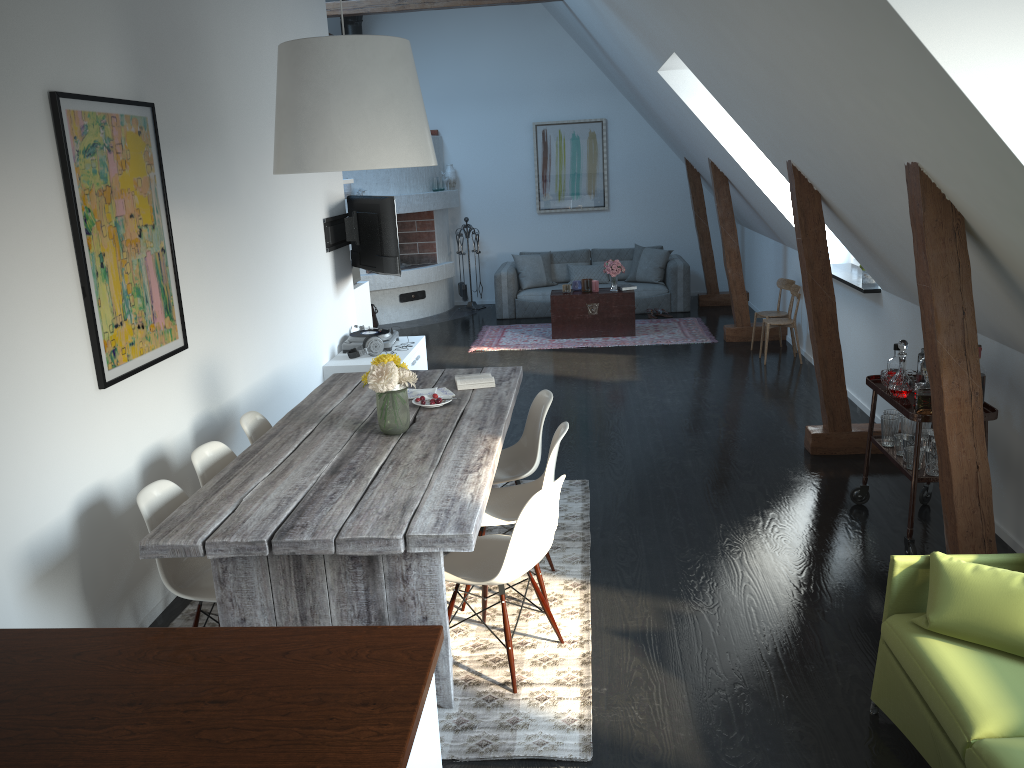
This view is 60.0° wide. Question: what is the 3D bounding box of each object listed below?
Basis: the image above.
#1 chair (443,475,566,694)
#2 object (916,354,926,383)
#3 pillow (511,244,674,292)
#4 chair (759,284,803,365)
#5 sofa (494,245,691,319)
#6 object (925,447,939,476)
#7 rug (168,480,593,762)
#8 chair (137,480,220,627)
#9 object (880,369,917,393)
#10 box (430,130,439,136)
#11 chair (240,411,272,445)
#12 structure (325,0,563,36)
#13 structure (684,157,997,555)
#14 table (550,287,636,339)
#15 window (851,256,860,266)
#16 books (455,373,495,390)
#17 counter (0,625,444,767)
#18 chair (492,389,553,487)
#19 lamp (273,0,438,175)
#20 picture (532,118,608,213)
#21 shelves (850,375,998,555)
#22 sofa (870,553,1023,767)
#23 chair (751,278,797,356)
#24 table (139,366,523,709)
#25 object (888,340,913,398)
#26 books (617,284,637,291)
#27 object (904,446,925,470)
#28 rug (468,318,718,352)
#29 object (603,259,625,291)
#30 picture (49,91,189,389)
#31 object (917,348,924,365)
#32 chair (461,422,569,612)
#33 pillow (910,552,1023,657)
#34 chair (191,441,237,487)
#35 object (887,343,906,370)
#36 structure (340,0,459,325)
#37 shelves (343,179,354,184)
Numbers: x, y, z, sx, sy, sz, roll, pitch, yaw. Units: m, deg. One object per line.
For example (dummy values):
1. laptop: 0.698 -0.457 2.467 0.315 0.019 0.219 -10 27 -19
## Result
1. chair: -0.045 0.725 3.502 0.542 0.801 0.465 5 17 30
2. object: 2.001 -0.063 4.285 0.081 0.307 0.081 0 15 11
3. pillow: 1.034 -1.503 11.391 2.075 0.515 0.444 -2 14 5
4. chair: 2.485 -0.553 8.190 0.342 0.696 0.329 -2 14 7
5. sofa: 1.031 -1.355 11.530 2.458 0.770 1.107 -2 14 5
6. object: 2.005 0.370 4.201 0.095 0.119 0.095 -12 17 -32
7. rug: -0.569 0.957 4.301 1.898 0.022 2.677 -2 14 5
8. chair: -1.140 0.780 3.526 0.542 0.801 0.465 -2 14 6
9. object: 2.006 -0.015 4.522 0.245 0.092 0.151 6 17 33
10. box: -1.107 -3.354 11.863 0.229 0.078 0.127 -2 14 5
11. chair: -1.047 0.527 4.499 0.542 0.801 0.465 -3 14 1
12. structure: -2.874 -3.395 6.675 10.230 3.562 15.910 0 14 10
13. structure: 2.193 -0.438 5.286 1.023 1.963 12.350 -2 14 5
14. table: 0.903 -0.796 9.907 0.962 0.492 0.471 -2 14 5
15. window: -0.335 -2.357 4.838 5.959 4.249 8.018 -2 14 5
16. books: -0.205 -0.025 4.848 0.202 0.042 0.251 -5 14 -6
17. counter: -0.281 0.966 0.592 3.365 0.038 3.085 -2 14 5
18. chair: -0.044 0.454 4.569 0.542 0.801 0.465 -5 14 -8
19. lamp: -0.767 -2.273 3.443 0.757 2.813 0.697 -13 17 -34
20. picture: 0.785 -2.919 11.891 0.965 1.185 0.025 -2 14 5
21. shelves: 2.073 0.399 4.464 0.438 0.732 0.803 -3 14 1
22. sofa: 1.628 1.001 2.007 0.898 0.825 2.093 -2 14 4
23. chair: 2.536 -0.654 8.577 0.342 0.696 0.329 -6 15 -11
24. table: -0.579 0.588 4.187 1.141 0.788 2.421 -2 14 5
25. object: 1.923 -0.075 4.376 0.114 0.292 0.114 -9 15 -22
26. books: 1.262 -1.081 9.896 0.179 0.034 0.243 -7 15 -16
27. object: 1.947 0.360 4.295 0.092 0.099 0.092 -7 15 -16
28. rug: 0.889 -0.569 9.989 2.647 0.029 1.512 -2 14 5
29. object: 1.120 -1.208 9.787 0.234 0.351 0.235 -13 17 -33
30. picture: -1.701 -0.650 3.932 0.036 1.181 0.808 -2 14 5
31. object: 2.154 -0.096 4.639 0.052 0.182 0.135 9 19 41
32. chair: 0.005 0.581 4.060 0.542 0.801 0.465 -2 14 6
33. pillow: 1.578 0.624 2.709 0.600 0.387 0.475 -3 14 2
34. chair: -1.101 0.662 3.983 0.542 0.801 0.465 0 15 11
35. object: 2.021 -0.109 4.659 0.087 0.206 0.087 5 16 29
36. structure: -2.319 -3.301 11.969 3.058 4.752 3.049 0 15 14
37. shelves: -2.239 -1.738 7.805 1.604 0.038 0.478 -2 14 5
